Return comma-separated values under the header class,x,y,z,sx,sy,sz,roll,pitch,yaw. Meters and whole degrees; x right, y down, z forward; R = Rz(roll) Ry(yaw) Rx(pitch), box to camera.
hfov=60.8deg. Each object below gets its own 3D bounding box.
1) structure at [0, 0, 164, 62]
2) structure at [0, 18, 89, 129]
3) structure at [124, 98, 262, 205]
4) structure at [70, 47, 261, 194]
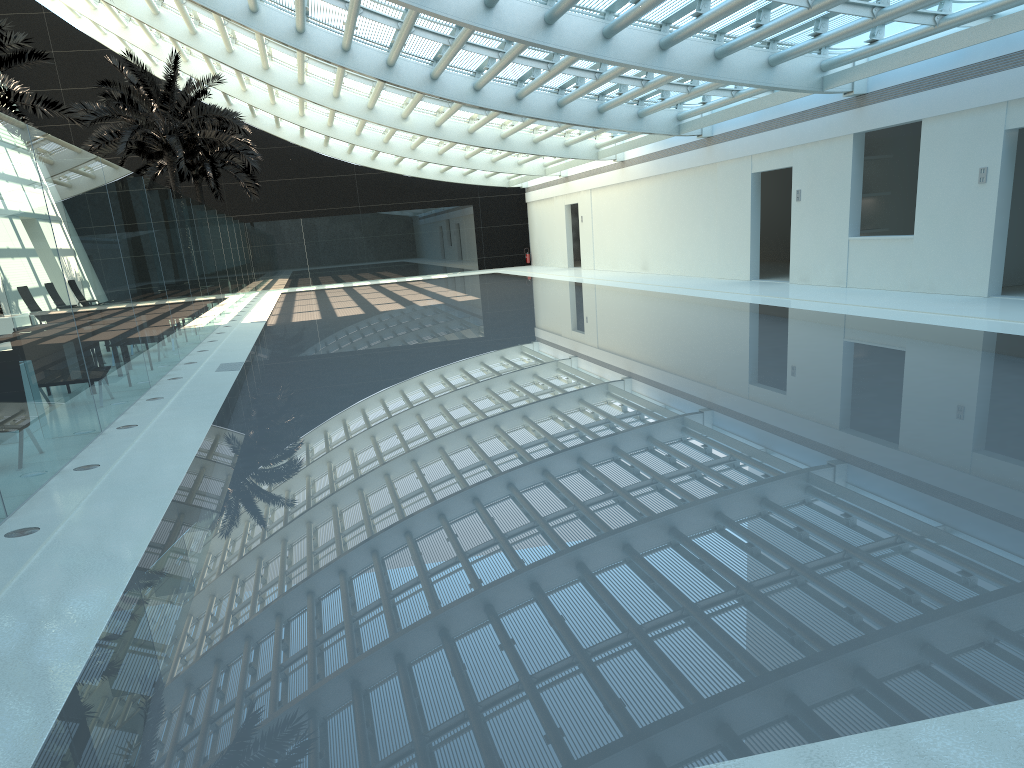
class,x,y,z,sx,sy,sz,roll,pitch,yaw
structure,-5.423,-2.936,7.253,4.828,7.347,4.226,-3,17,7
structure,-11.290,-4.171,17.566,4.283,7.215,4.418,2,17,21
structure,-11.459,-6.854,32.644,4.362,7.346,4.683,-15,19,-32
structure,-9.677,-5.682,25.062,4.780,7.347,4.271,-10,17,-17
